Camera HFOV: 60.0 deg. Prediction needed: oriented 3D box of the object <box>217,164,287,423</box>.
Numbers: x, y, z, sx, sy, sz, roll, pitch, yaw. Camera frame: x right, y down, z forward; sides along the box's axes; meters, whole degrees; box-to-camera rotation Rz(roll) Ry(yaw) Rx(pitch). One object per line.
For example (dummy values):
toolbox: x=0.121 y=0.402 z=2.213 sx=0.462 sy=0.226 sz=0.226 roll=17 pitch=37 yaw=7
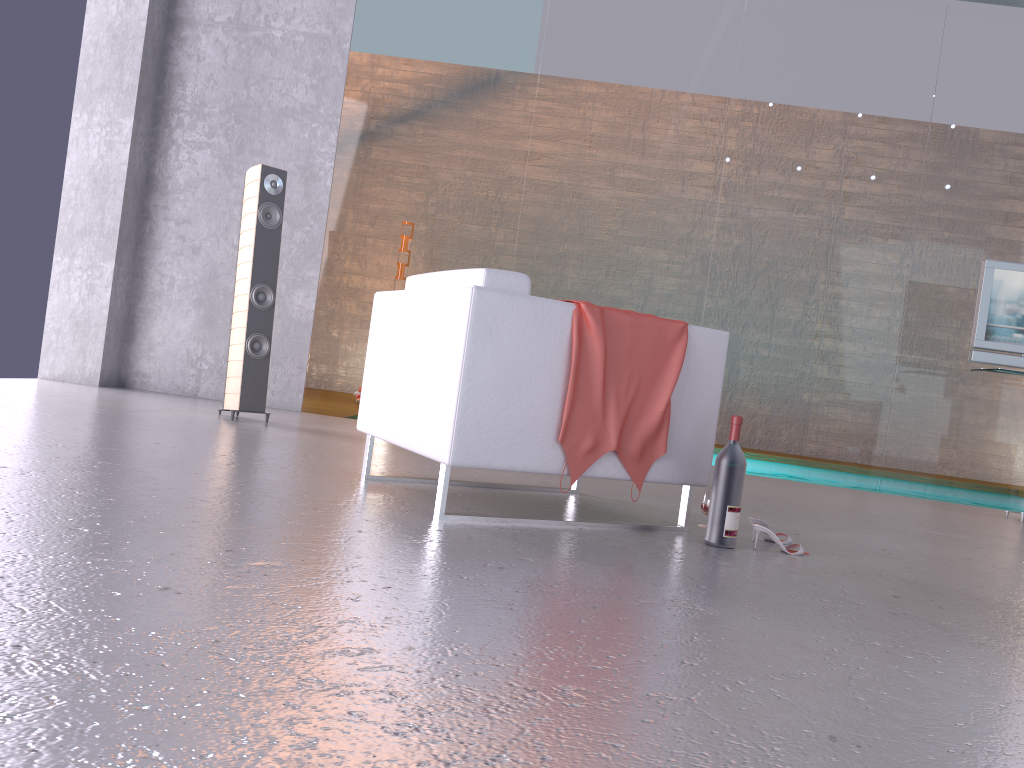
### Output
object: x=-1.537 y=-0.535 z=5.213 sx=0.244 sy=1.473 sz=0.444 roll=7 pitch=1 yaw=-42

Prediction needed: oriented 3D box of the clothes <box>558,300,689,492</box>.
clothes: x=0.317 y=0.044 z=2.981 sx=0.574 sy=0.604 sz=0.254 roll=7 pitch=1 yaw=-28

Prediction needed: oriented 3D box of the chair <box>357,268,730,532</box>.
chair: x=0.081 y=0.045 z=3.286 sx=1.026 sy=0.808 sz=0.936 roll=7 pitch=1 yaw=-27

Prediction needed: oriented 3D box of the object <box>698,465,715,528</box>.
object: x=0.760 y=0.425 z=3.339 sx=0.091 sy=0.233 sz=0.091 roll=8 pitch=1 yaw=30

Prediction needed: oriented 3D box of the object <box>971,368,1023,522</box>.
object: x=3.297 y=0.381 z=5.524 sx=0.818 sy=0.958 sz=0.360 roll=8 pitch=1 yaw=3

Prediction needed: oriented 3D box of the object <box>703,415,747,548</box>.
object: x=0.719 y=0.320 z=2.943 sx=0.109 sy=0.435 sz=0.109 roll=8 pitch=1 yaw=30

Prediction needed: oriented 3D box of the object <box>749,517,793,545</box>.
object: x=0.926 y=0.522 z=3.174 sx=0.235 sy=0.087 sz=0.079 roll=7 pitch=1 yaw=-30

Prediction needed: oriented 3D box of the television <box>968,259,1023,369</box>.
television: x=3.399 y=-0.391 z=5.514 sx=1.000 sy=0.644 sz=0.054 roll=8 pitch=1 yaw=3

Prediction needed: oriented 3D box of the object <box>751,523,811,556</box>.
object: x=0.908 y=0.522 z=2.979 sx=0.235 sy=0.087 sz=0.079 roll=8 pitch=1 yaw=-19
